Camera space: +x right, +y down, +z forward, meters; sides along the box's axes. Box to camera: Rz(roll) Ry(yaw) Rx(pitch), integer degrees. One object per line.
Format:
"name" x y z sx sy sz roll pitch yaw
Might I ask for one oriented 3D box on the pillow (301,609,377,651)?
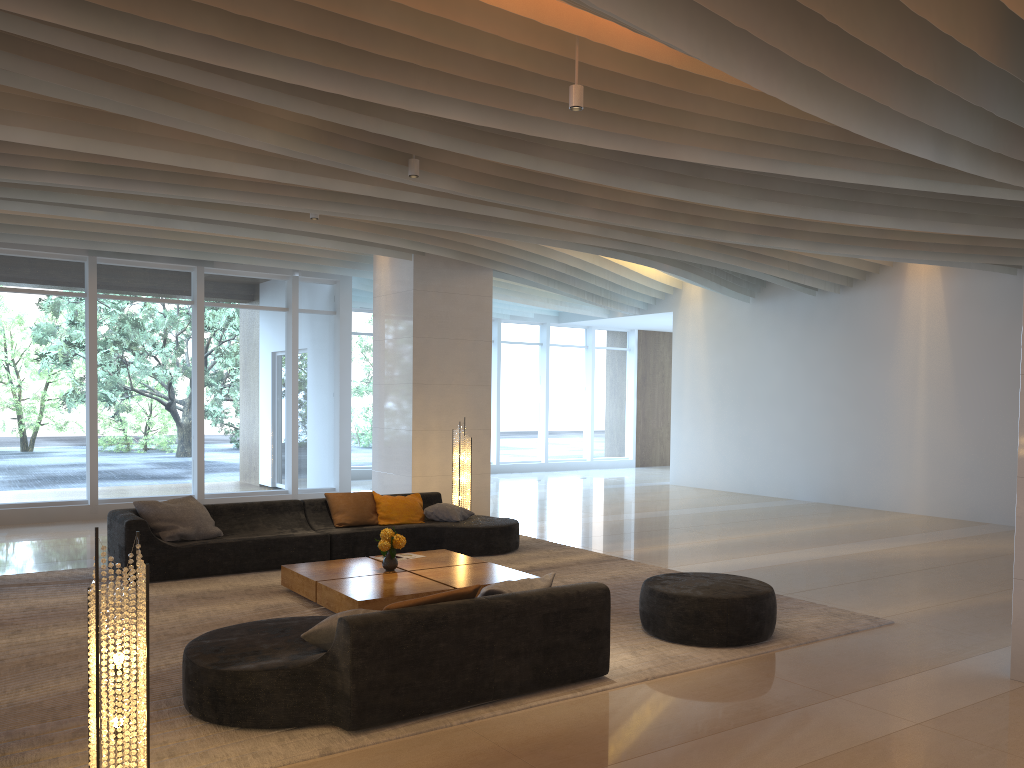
"pillow" -0.890 1.332 4.867 0.428 0.247 0.470 1 0 1

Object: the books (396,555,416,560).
"books" -1.013 1.575 8.075 0.178 0.011 0.215 0 -1 36

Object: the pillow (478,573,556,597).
"pillow" -0.033 1.309 5.382 0.573 0.345 0.449 1 0 -36

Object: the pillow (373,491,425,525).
"pillow" -1.233 1.385 9.794 0.615 0.403 0.467 1 0 -28

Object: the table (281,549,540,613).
"table" -0.876 1.681 7.449 1.627 0.220 1.573 1 -1 -35

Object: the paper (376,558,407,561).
"paper" -1.096 1.577 8.009 0.200 0.001 0.258 2 -1 -44

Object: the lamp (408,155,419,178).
"lamp" -0.800 -2.458 7.267 0.088 1.509 0.089 1 2 10

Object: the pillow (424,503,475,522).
"pillow" -0.706 1.457 10.003 0.435 0.209 0.591 1 -1 15

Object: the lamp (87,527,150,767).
"lamp" -1.487 1.121 3.353 0.254 1.200 0.246 -1 3 -35

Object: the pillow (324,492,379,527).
"pillow" -1.683 1.359 9.547 0.585 0.375 0.363 1 0 -36

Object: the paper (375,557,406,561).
"paper" -1.094 1.577 8.015 0.189 0.001 0.252 2 -1 -43

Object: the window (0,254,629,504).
"window" -9.338 -0.180 6.511 21.889 3.225 55.045 0 -1 21

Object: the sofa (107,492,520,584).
"sofa" -1.884 1.516 9.245 4.243 0.583 1.317 1 -1 -28

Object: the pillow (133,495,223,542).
"pillow" -3.197 1.293 8.515 0.538 0.378 0.648 1 0 33

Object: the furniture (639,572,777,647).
"furniture" 1.421 1.622 6.459 0.997 0.365 0.969 1 -1 -25

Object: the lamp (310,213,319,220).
"lamp" -2.014 -2.443 9.055 0.088 1.509 0.089 1 2 10

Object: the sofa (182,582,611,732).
"sofa" -0.705 1.463 5.189 2.289 0.577 1.331 1 -1 -35

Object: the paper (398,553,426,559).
"paper" -0.943 1.581 8.159 0.252 0.001 0.189 0 -1 42

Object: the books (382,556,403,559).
"books" -1.083 1.569 8.032 0.113 0.011 0.178 2 -1 -44

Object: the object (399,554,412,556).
"object" -0.981 1.573 8.119 0.178 0.014 0.107 0 -1 36

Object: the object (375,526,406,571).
"object" -1.021 1.380 7.450 0.240 0.377 0.261 0 1 -33

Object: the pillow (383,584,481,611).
"pillow" -0.506 1.301 4.921 0.614 0.392 0.390 1 0 -32

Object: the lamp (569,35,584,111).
"lamp" 0.410 -2.473 5.516 0.088 1.509 0.089 1 2 10

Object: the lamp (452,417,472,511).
"lamp" -0.632 1.145 11.169 0.254 1.453 0.246 -1 3 -35

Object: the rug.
"rug" -5.322 1.679 4.337 16.481 0.022 5.418 1 -1 -35
